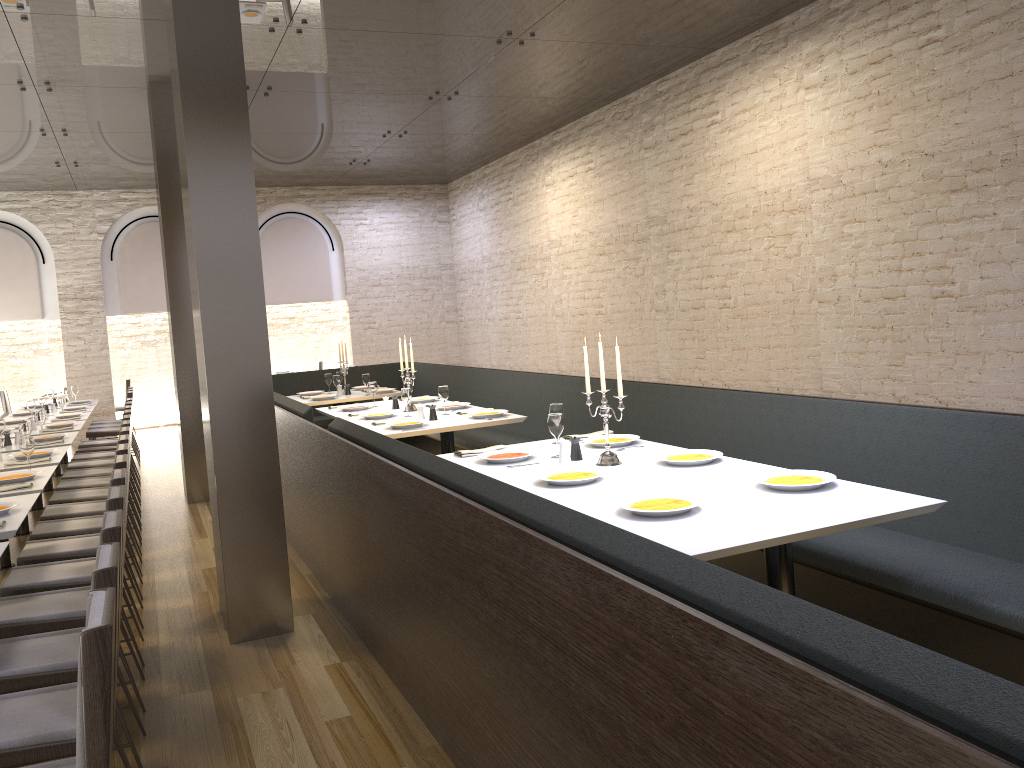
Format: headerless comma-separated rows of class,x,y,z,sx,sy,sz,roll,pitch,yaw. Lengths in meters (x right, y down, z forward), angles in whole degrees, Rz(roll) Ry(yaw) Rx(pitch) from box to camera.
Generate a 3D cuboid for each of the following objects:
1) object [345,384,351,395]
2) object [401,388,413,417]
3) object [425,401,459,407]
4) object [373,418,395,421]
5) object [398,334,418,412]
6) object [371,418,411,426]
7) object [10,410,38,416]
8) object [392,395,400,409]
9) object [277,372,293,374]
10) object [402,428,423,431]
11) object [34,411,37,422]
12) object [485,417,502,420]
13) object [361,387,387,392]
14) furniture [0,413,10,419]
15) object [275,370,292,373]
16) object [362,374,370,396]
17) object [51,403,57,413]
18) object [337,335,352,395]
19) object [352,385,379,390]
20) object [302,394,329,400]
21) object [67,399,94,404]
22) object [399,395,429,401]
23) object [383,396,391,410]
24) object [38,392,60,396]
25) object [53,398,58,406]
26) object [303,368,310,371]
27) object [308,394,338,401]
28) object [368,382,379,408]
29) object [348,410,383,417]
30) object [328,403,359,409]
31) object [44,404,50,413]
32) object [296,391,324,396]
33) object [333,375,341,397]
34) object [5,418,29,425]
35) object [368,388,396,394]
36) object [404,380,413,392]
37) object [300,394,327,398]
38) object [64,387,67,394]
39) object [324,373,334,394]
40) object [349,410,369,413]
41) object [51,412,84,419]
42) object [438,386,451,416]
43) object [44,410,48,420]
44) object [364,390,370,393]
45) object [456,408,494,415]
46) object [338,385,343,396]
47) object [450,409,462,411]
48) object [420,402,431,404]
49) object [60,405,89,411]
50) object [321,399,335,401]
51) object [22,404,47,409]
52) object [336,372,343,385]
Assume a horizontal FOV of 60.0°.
object,-1.809,0.060,9.753,0.069,0.126,0.069,-3,3,19
object,-0.848,0.149,7.141,0.086,0.230,0.086,-6,3,-23
object,-0.616,0.181,7.815,0.273,0.033,0.143,-6,5,-23
object,-1.011,0.280,7.039,0.185,0.010,0.017,-6,5,-23
object,-0.888,-0.095,7.532,0.132,0.655,0.390,-5,3,-12
object,-0.927,0.291,6.790,0.273,0.033,0.143,-6,5,-23
object,-5.716,0.350,10.379,0.321,0.036,0.323,-3,5,15
object,-1.030,0.163,7.826,0.069,0.126,0.069,-6,3,-29
object,-3.858,-0.185,15.122,0.273,0.033,0.143,-6,5,-23
object,-0.691,0.320,6.280,0.185,0.010,0.017,-6,5,-23
object,-5.038,0.341,9.392,0.059,0.109,0.059,-4,3,13
object,-0.113,0.250,6.548,0.181,0.015,0.038,-6,5,-21
object,-1.561,0.066,10.053,0.273,0.033,0.143,-6,5,-23
furniture,-6.415,0.592,10.849,0.708,1.095,2.587,-6,5,-23
object,-3.997,-0.209,15.454,0.321,0.036,0.322,-3,5,12
object,-1.553,0.008,9.465,0.086,0.230,0.087,-4,3,13
object,-5.421,0.279,10.478,0.059,0.109,0.059,-4,3,13
object,-1.874,-0.216,9.866,0.132,0.655,0.390,-5,3,-12
object,-1.709,0.046,10.332,0.321,0.036,0.322,-2,5,26
object,-2.135,0.143,9.650,0.273,0.033,0.143,-6,5,-23
object,-5.665,0.240,11.635,0.321,0.036,0.323,-3,5,15
object,-0.950,0.140,8.607,0.273,0.033,0.143,-6,5,-23
object,-1.106,0.171,7.797,0.069,0.126,0.069,-6,3,-29
object,-7.339,0.165,14.047,0.321,0.036,0.322,-3,5,12
object,-5.912,0.234,11.459,0.059,0.109,0.059,-4,3,13
object,-2.695,-0.089,11.660,0.086,0.230,0.086,-4,3,7
object,-2.002,0.147,9.401,0.321,0.036,0.322,0,7,43
object,-1.276,0.097,8.154,0.086,0.230,0.086,-5,3,-11
object,-1.247,0.252,7.549,0.273,0.033,0.143,-6,5,-23
object,-1.582,0.211,8.340,0.273,0.033,0.143,-6,5,-23
object,-5.468,0.289,10.409,0.059,0.109,0.059,-4,3,13
object,-2.292,0.112,10.089,0.322,0.036,0.322,-7,5,-27
object,-1.900,0.021,9.631,0.086,0.230,0.087,-4,3,13
object,-5.286,0.402,9.362,0.321,0.036,0.323,-3,5,15
object,-1.418,0.082,9.645,0.321,0.036,0.322,0,7,43
object,-0.929,0.084,7.989,0.086,0.230,0.086,-5,3,-11
object,-2.195,0.136,9.793,0.273,0.033,0.143,-6,5,-23
object,-7.091,0.104,14.077,0.059,0.109,0.059,-5,3,-21
object,-2.077,-0.001,10.050,0.086,0.230,0.087,-4,3,13
object,-1.346,0.239,7.830,0.185,0.010,0.017,-6,5,-23
object,-4.792,0.347,9.568,0.321,0.036,0.323,-3,5,15
object,-0.540,0.132,7.070,0.086,0.230,0.086,-3,3,19
object,-4.992,0.332,9.462,0.059,0.109,0.059,-4,3,13
object,-1.501,0.073,9.911,0.273,0.033,0.143,-6,5,-23
object,-0.295,0.221,7.056,0.273,0.033,0.143,-6,5,-23
object,-1.892,0.067,9.744,0.069,0.126,0.069,-3,3,19
object,-0.434,0.211,7.307,0.181,0.015,0.038,-6,5,-21
object,-0.768,0.170,8.098,0.181,0.015,0.038,-6,5,-21
object,-5.222,0.294,10.585,0.321,0.036,0.323,-3,5,15
object,-1.928,0.168,9.209,0.185,0.010,0.017,-6,5,-23
object,-6.160,0.295,11.429,0.321,0.036,0.323,-3,5,15
object,-1.996,-0.027,10.287,0.086,0.230,0.087,-2,3,37
